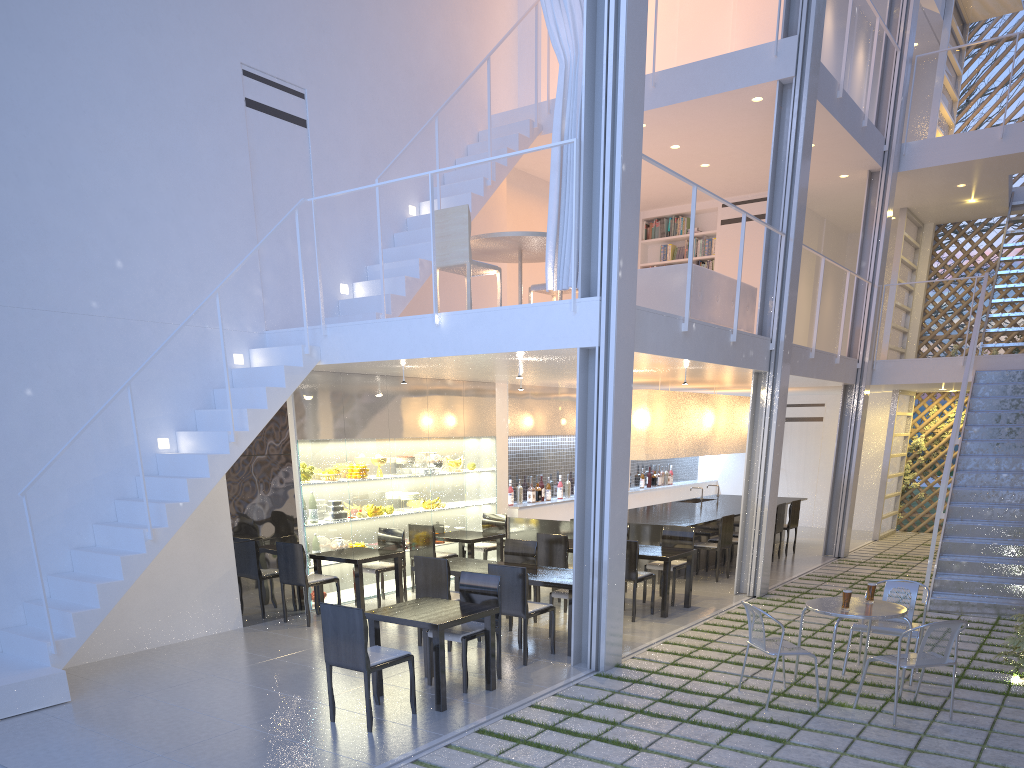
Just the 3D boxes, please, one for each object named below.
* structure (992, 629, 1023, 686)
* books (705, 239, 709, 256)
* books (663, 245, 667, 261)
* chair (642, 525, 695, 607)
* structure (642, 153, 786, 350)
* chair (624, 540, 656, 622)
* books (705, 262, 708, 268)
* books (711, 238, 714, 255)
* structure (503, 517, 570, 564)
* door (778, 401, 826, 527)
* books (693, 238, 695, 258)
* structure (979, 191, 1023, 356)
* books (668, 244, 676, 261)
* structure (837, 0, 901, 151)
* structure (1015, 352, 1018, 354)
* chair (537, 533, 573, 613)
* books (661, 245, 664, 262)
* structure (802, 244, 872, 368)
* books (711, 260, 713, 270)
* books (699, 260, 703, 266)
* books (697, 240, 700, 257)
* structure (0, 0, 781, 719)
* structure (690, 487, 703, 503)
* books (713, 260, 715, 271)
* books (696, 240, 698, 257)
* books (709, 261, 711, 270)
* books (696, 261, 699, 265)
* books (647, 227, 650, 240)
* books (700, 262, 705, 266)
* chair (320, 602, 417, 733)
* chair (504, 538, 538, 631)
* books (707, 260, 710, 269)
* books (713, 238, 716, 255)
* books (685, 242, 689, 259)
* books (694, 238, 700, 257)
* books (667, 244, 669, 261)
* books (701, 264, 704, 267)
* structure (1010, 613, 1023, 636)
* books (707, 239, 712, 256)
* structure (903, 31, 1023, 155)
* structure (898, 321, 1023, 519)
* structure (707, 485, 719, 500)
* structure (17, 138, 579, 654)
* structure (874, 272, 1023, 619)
[{"bbox_3d":[2.022,1.009,3.149,0.293,0.346,0.296,3,9,20],"label":"structure"},{"bbox_3d":[0.259,-0.302,5.446,3.535,1.774,0.035,-1,13,-42],"label":"books"},{"bbox_3d":[0.121,-0.286,5.534,0.037,1.790,3.477,15,11,41],"label":"books"},{"bbox_3d":[0.886,1.029,4.663,0.186,0.470,0.225,10,17,34],"label":"chair"},{"bbox_3d":[0.902,-0.508,3.651,0.027,0.594,1.641,13,7,36],"label":"structure"},{"bbox_3d":[0.616,1.011,4.299,0.186,0.470,0.225,10,17,34],"label":"chair"},{"bbox_3d":[1.526,-0.872,6.411,0.008,0.144,0.091,13,17,36],"label":"books"},{"bbox_3d":[0.281,-0.293,5.444,3.531,1.802,0.034,-1,14,-41],"label":"books"},{"bbox_3d":[0.164,1.114,5.686,0.546,0.395,0.011,2,16,33],"label":"structure"},{"bbox_3d":[0.782,0.716,6.358,5.394,1.280,0.453,1,10,-41],"label":"door"},{"bbox_3d":[0.236,-0.295,5.499,3.447,1.819,0.022,-2,13,-44],"label":"books"},{"bbox_3d":[3.891,-1.118,6.015,0.523,2.021,1.186,9,15,30],"label":"structure"},{"bbox_3d":[0.132,-0.283,5.548,0.029,1.797,3.455,16,12,42],"label":"books"},{"bbox_3d":[1.961,-1.854,4.648,0.027,0.594,1.643,13,7,36],"label":"structure"},{"bbox_3d":[4.943,-1.355,7.120,1.080,4.850,3.137,11,15,34],"label":"structure"},{"bbox_3d":[0.280,1.025,4.522,0.186,0.470,0.225,10,17,34],"label":"chair"},{"bbox_3d":[0.136,-0.302,5.551,0.026,1.755,3.417,15,11,40],"label":"books"},{"bbox_3d":[1.967,-0.437,5.081,0.027,0.594,1.643,13,7,36],"label":"structure"},{"bbox_3d":[1.563,-0.878,6.390,0.010,0.155,0.082,13,18,36],"label":"books"},{"bbox_3d":[1.480,-0.879,6.446,0.011,0.164,0.078,13,18,36],"label":"books"},{"bbox_3d":[0.254,-0.303,5.453,3.503,1.769,0.032,-1,13,-44],"label":"books"},{"bbox_3d":[-0.463,-0.507,3.418,1.676,3.553,3.504,10,12,36],"label":"structure"},{"bbox_3d":[1.476,0.890,6.600,0.110,0.132,0.032,5,16,32],"label":"structure"},{"bbox_3d":[1.577,-0.879,6.383,0.019,0.156,0.079,12,18,36],"label":"books"},{"bbox_3d":[0.231,-0.289,5.494,3.475,1.806,0.023,-1,13,-43],"label":"books"},{"bbox_3d":[1.553,-0.876,6.395,0.009,0.151,0.085,13,17,36],"label":"books"},{"bbox_3d":[1.462,-0.878,6.455,0.014,0.164,0.083,13,18,36],"label":"books"},{"bbox_3d":[1.108,-1.196,6.604,0.020,0.106,0.060,12,17,36],"label":"books"},{"bbox_3d":[1.492,-0.874,6.442,0.014,0.152,0.075,13,18,36],"label":"books"},{"bbox_3d":[-0.478,0.936,2.786,0.186,0.470,0.225,10,17,34],"label":"chair"},{"bbox_3d":[-0.018,1.005,4.123,0.186,0.470,0.225,10,17,34],"label":"chair"},{"bbox_3d":[1.539,-0.878,6.404,0.009,0.156,0.085,13,18,36],"label":"books"},{"bbox_3d":[0.299,-0.304,5.430,3.530,1.773,0.036,-1,14,-41],"label":"books"},{"bbox_3d":[0.193,-0.302,5.473,3.520,1.768,0.117,-1,13,-45],"label":"books"},{"bbox_3d":[0.246,-0.298,5.493,3.445,1.824,0.022,-2,13,-44],"label":"books"},{"bbox_3d":[0.136,-0.304,5.531,0.035,1.760,3.460,15,11,41],"label":"books"},{"bbox_3d":[1.501,-0.865,6.431,0.014,0.133,0.088,13,16,36],"label":"books"},{"bbox_3d":[2.380,1.070,3.672,0.258,0.279,0.254,7,11,42],"label":"structure"},{"bbox_3d":[0.284,-0.307,5.450,3.505,1.763,0.042,-1,13,-42],"label":"books"},{"bbox_3d":[3.069,-1.834,5.073,1.120,0.605,0.025,1,15,33],"label":"structure"},{"bbox_3d":[4.026,0.361,7.277,1.113,2.141,0.273,8,18,32],"label":"structure"},{"bbox_3d":[1.672,0.903,6.862,0.110,0.132,0.032,5,16,32],"label":"structure"},{"bbox_3d":[-0.737,0.076,2.935,1.331,1.918,1.373,7,13,35],"label":"structure"},{"bbox_3d":[2.662,0.267,4.984,1.161,2.101,1.860,7,11,29],"label":"structure"}]
